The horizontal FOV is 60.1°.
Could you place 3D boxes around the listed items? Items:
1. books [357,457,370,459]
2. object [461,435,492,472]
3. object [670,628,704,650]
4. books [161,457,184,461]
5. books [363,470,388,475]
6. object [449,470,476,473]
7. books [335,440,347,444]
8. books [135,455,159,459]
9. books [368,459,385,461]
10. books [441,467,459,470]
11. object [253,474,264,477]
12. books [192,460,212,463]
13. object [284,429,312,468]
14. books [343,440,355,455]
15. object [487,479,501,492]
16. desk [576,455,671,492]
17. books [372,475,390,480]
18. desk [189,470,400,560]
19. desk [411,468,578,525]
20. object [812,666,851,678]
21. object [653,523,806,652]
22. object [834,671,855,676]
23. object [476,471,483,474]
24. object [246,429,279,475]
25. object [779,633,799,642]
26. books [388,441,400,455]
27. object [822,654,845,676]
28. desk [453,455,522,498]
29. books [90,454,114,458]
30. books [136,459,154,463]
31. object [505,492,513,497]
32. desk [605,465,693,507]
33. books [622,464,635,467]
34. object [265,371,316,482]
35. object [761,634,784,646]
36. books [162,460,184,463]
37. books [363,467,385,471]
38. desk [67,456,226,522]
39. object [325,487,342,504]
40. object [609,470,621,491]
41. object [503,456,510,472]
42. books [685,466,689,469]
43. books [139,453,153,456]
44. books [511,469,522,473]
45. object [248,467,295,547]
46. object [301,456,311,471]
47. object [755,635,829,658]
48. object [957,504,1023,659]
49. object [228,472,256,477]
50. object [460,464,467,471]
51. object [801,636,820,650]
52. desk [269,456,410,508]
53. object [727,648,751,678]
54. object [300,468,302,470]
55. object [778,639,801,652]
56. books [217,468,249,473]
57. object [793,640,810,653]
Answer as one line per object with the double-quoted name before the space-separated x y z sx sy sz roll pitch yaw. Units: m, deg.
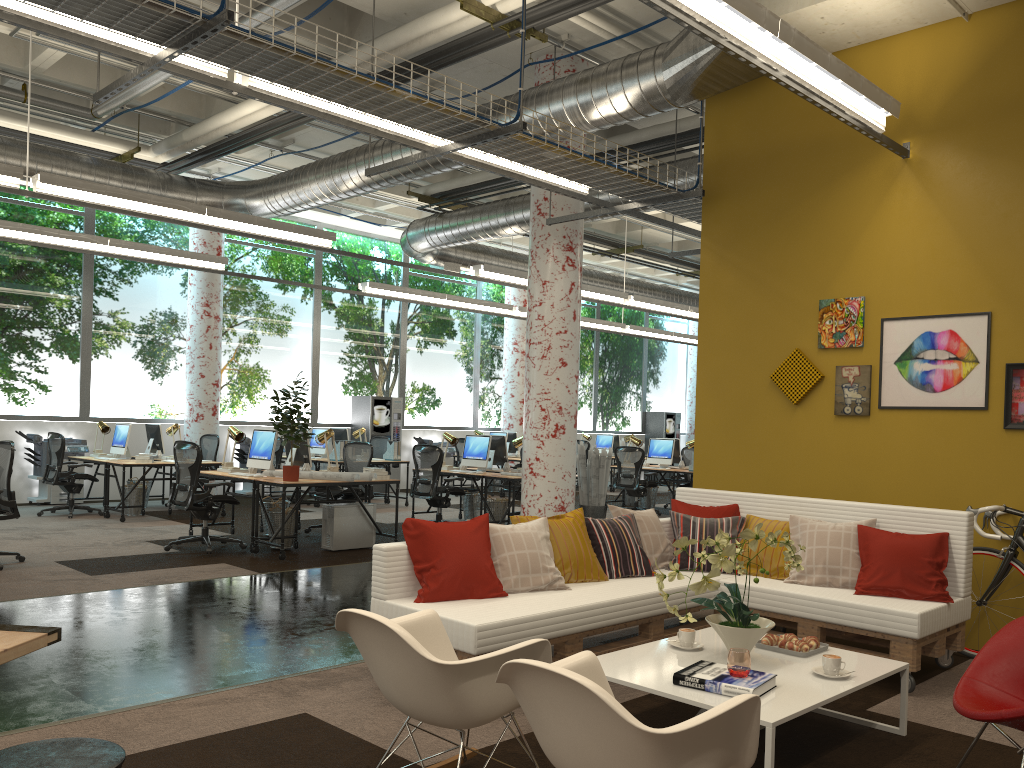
"books" -2.463 1.200 14.440 0.226 0.038 0.308 4 -4 -45
"object" -0.451 0.913 11.619 0.483 0.485 0.190 1 -1 45
"object" 0.833 1.210 4.212 0.160 0.090 0.160 2 -2 -21
"books" -4.668 1.030 12.227 0.226 0.038 0.308 4 -4 -45
"books" -1.435 0.925 9.302 0.193 0.044 0.257 3 -3 -28
"object" -0.634 1.134 11.482 0.438 0.017 0.119 -1 -4 45
"books" -2.602 1.015 13.476 0.233 0.310 0.068 1 0 45
"books" -4.701 0.940 11.403 0.193 0.044 0.257 2 -3 2
"books" -2.149 1.198 13.986 0.200 0.024 0.235 1 -3 18
"books" -0.893 1.137 11.971 0.226 0.038 0.308 4 -4 -45
"object" -2.569 0.931 8.978 0.106 0.029 0.059 4 -3 -44
"books" -4.199 1.040 11.929 0.200 0.024 0.235 1 -3 18
"object" -2.426 0.751 9.912 0.483 0.485 0.190 1 -1 45
"books" -2.498 1.023 13.581 0.233 0.310 0.068 1 0 45
"object" -0.362 1.948 17.820 0.358 0.435 0.353 1 -1 41
"desk" 2.295 1.960 19.454 1.939 0.724 1.402 0 -3 45
"books" -1.442 0.971 9.276 0.271 0.050 0.200 0 -3 42
"desk" -2.347 1.337 9.453 1.939 0.724 1.402 0 -3 45
"desk" -0.183 1.530 11.720 1.939 0.724 1.402 0 -3 45
"object" 1.370 1.243 3.802 0.160 0.020 0.160 1 -3 9
"object" 1.013 0.944 4.006 0.789 0.616 0.417 3 -1 -33
"object" 1.420 1.235 3.768 0.132 0.011 0.027 3 -3 -28
"object" -0.406 1.124 11.245 0.106 0.029 0.059 4 -3 -44
"object" -2.614 0.720 9.352 0.483 0.485 0.190 1 -1 45
"object" 1.365 1.249 4.333 0.064 0.055 0.120 2 -2 -23
"books" -1.888 1.070 14.193 0.233 0.310 0.068 1 0 45
"object" 1.375 1.206 3.803 0.086 0.085 0.079 2 -1 -16
"desk" 0.002 1.783 17.153 1.939 0.724 1.402 0 -3 45
"books" -5.726 1.004 12.368 0.226 0.038 0.308 4 -4 -45
"books" -4.721 0.986 11.383 0.200 0.050 0.271 3 -3 -18
"object" -1.265 1.836 15.961 3.413 0.437 0.366 4 -2 -36
"desk" 2.695 1.745 14.469 1.939 0.724 1.402 0 -3 45
"books" 1.985 1.352 14.720 0.226 0.038 0.308 4 -4 -45
"object" -2.151 0.404 8.579 0.513 1.078 0.439 2 0 36
"object" 1.254 1.241 4.284 0.135 0.061 0.072 3 -2 -25
"books" -4.473 1.025 11.714 0.243 0.019 0.205 1 -3 22
"books" -1.446 0.893 9.292 0.185 0.030 0.153 -1 -3 43
"desk" -5.016 1.397 12.117 1.939 0.724 1.402 0 -3 45
"object" -2.842 1.698 14.032 0.358 0.435 0.353 1 -1 41
"object" 2.264 2.091 19.156 0.358 0.435 0.353 1 -1 41
"object" -0.071 1.075 11.898 0.101 0.209 0.101 2 0 0
"books" 3.044 1.379 14.579 0.226 0.038 0.308 4 -4 -45
"books" -4.715 0.908 11.399 0.153 0.030 0.185 3 -3 -17
"books" 0.165 1.164 11.830 0.226 0.038 0.308 4 -4 -45
"object" -2.542 1.225 9.398 0.848 0.933 0.105 1 0 40
"object" -2.234 0.883 9.631 0.101 0.209 0.101 2 0 0
"object" 1.346 1.261 4.264 0.267 0.026 0.267 -1 -4 45
"object" 3.288 1.182 5.124 0.402 1.040 1.735 2 -1 -39
"object" -2.797 0.941 9.215 0.438 0.017 0.119 -1 -4 45
"object" -0.652 1.057 11.901 0.101 0.209 0.101 2 0 0
"object" 1.446 1.247 4.271 0.072 0.062 0.136 2 -2 2
"desk" -2.811 1.566 14.330 1.939 0.724 1.402 0 -3 45
"object" 0.920 1.131 3.588 0.094 0.106 0.094 2 -1 6
"object" -2.486 0.993 10.289 0.106 0.029 0.059 4 -3 -44
"object" 1.299 1.239 4.189 0.070 0.060 0.131 2 -2 -23
"books" -3.056 0.944 9.704 0.226 0.038 0.308 4 -4 -45
"object" 1.373 1.242 4.199 0.064 0.055 0.120 2 -2 -23
